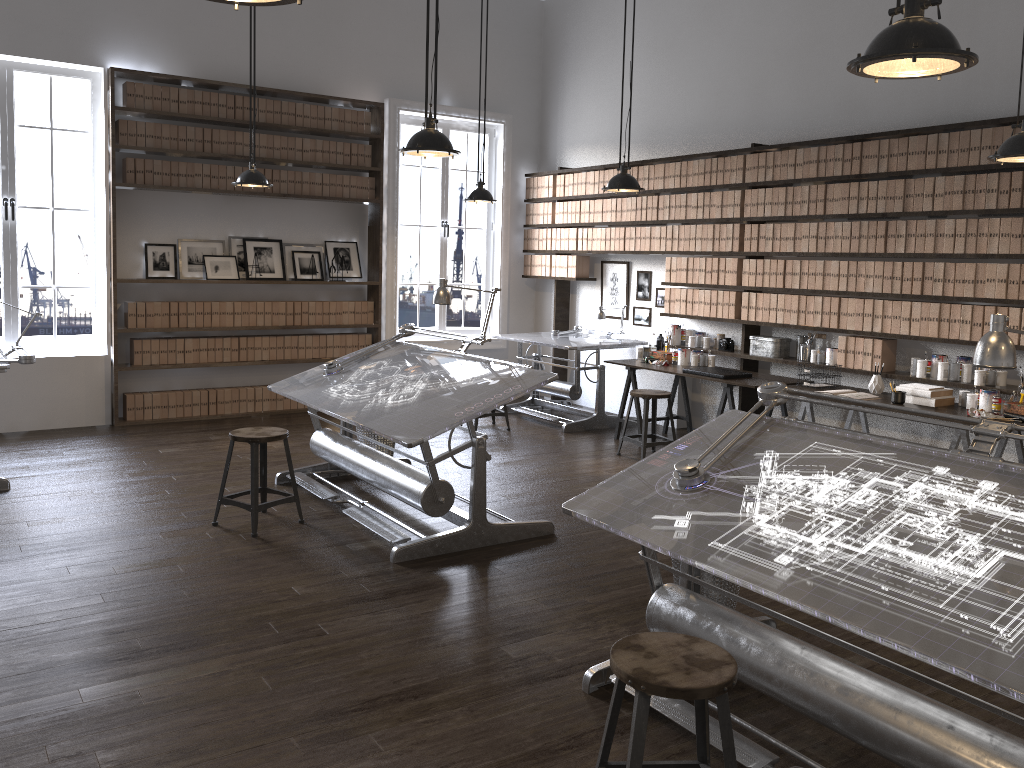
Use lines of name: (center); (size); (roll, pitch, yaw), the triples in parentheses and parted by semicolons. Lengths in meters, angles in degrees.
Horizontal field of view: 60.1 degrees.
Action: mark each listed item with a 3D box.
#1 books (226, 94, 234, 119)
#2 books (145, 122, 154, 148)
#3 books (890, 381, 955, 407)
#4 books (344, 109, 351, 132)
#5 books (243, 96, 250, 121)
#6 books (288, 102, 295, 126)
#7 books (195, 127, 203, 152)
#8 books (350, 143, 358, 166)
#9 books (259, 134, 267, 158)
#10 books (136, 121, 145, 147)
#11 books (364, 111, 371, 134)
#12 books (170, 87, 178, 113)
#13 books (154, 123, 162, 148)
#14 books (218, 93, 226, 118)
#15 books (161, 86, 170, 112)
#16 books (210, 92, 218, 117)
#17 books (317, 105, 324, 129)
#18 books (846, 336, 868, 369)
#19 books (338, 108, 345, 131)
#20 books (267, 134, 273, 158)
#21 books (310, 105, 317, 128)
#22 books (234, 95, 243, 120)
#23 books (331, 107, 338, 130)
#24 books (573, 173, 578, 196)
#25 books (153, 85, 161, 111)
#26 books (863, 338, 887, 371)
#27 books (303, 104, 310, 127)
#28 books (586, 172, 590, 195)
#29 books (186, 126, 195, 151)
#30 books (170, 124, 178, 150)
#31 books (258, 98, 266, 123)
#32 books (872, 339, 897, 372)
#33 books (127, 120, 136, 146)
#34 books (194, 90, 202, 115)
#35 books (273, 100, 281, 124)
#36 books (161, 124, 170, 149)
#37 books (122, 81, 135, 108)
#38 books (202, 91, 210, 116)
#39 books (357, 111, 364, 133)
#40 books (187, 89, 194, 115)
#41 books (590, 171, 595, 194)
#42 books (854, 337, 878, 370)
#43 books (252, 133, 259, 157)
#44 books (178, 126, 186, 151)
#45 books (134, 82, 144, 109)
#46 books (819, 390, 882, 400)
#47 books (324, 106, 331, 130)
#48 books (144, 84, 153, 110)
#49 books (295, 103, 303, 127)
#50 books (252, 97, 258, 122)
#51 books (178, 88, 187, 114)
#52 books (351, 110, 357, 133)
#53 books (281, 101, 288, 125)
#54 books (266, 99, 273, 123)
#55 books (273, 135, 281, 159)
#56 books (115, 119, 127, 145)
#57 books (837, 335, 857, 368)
books: (-2.567, -2.489, 7.997); (0.067, 0.224, 0.175); (-2, 7, -34)
books: (-3.144, -2.135, 7.642); (0.067, 0.224, 0.175); (-2, 7, -34)
books: (2.582, 0.054, 5.630); (0.386, 0.147, 0.296); (-3, 9, -33)
books: (-1.630, -2.549, 8.612); (0.067, 0.225, 0.175); (-2, 7, -34)
books: (-2.443, -2.497, 8.079); (0.067, 0.224, 0.175); (-2, 7, -34)
books: (-2.093, -2.519, 8.304); (0.067, 0.225, 0.175); (-2, 7, -34)
books: (-2.804, -2.158, 7.872); (0.067, 0.224, 0.175); (-2, 7, -34)
books: (-1.581, -2.237, 8.679); (0.067, 0.225, 0.175); (-2, 7, -34)
books: (-2.328, -2.189, 8.185); (0.067, 0.224, 0.175); (-2, 7, -34)
books: (-3.203, -2.131, 7.601); (0.067, 0.225, 0.175); (-2, 7, -34)
books: (-1.457, -2.561, 8.730); (0.067, 0.224, 0.175); (-2, 7, -34)
books: (-2.965, -2.462, 7.725); (0.067, 0.225, 0.175); (-2, 7, -34)
books: (-3.092, -2.139, 7.678); (0.067, 0.224, 0.175); (-2, 7, -34)
books: (-2.623, -2.484, 7.954); (0.067, 0.224, 0.175); (-2, 7, -34)
books: (-3.026, -2.459, 7.690); (0.067, 0.224, 0.175); (-2, 7, -34)
books: (-2.685, -2.481, 7.918); (0.067, 0.224, 0.175); (-2, 7, -34)
books: (-1.859, -2.535, 8.466); (0.067, 0.224, 0.175); (-2, 7, -34)
books: (2.481, -0.228, 6.354); (0.175, 0.224, 0.067); (-3, 7, -34)
books: (-1.688, -2.546, 8.579); (0.067, 0.224, 0.175); (-2, 7, -34)
books: (-2.277, -2.192, 8.221); (0.067, 0.224, 0.175); (-2, 7, -34)
books: (-1.918, -2.531, 8.429); (0.067, 0.224, 0.175); (-2, 7, -34)
books: (-2.501, -2.492, 8.034); (0.067, 0.225, 0.175); (-2, 7, -34)
books: (-1.739, -2.542, 8.543); (0.067, 0.224, 0.175); (-2, 7, -34)
books: (0.710, -2.007, 8.942); (0.174, 0.224, 0.067); (-3, 7, -34)
books: (-3.085, -2.455, 7.653); (0.067, 0.224, 0.175); (-2, 7, -34)
books: (2.557, -0.209, 6.234); (0.174, 0.224, 0.067); (-3, 7, -34)
books: (-1.974, -2.527, 8.387); (0.067, 0.224, 0.175); (-2, 7, -34)
books: (0.822, -1.980, 8.772); (0.175, 0.224, 0.067); (-3, 7, -34)
books: (-2.861, -2.154, 7.829); (0.067, 0.224, 0.175); (-2, 7, -34)
books: (-2.981, -2.146, 7.754); (0.067, 0.224, 0.175); (-2, 7, -34)
books: (-2.326, -2.504, 8.153); (0.067, 0.224, 0.175); (-2, 7, -34)
books: (2.600, -0.200, 6.178); (0.175, 0.224, 0.067); (-3, 7, -34)
books: (-3.264, -2.128, 7.565); (0.067, 0.224, 0.175); (-2, 7, -34)
books: (-2.797, -2.473, 7.836); (0.067, 0.225, 0.175); (-2, 7, -34)
books: (-2.211, -2.512, 8.232); (0.067, 0.224, 0.175); (-2, 7, -34)
books: (-3.034, -2.142, 7.712); (0.067, 0.225, 0.175); (-2, 7, -34)
books: (-3.260, -2.442, 7.528); (0.067, 0.225, 0.175); (-2, 7, -34)
books: (-2.744, -2.477, 7.879); (0.067, 0.224, 0.175); (-2, 7, -34)
books: (-1.518, -2.557, 8.694); (0.067, 0.224, 0.175); (-2, 7, -34)
books: (-2.855, -2.470, 7.803); (0.067, 0.224, 0.175); (-2, 7, -34)
books: (0.856, -1.972, 8.719); (0.175, 0.224, 0.067); (-3, 7, -34)
books: (2.521, -0.218, 6.295); (0.174, 0.224, 0.067); (-3, 7, -34)
books: (-2.388, -2.184, 8.143); (0.067, 0.225, 0.175); (-2, 7, -34)
books: (-2.922, -2.150, 7.793); (0.067, 0.224, 0.175); (-2, 7, -34)
books: (-3.200, -2.446, 7.568); (0.067, 0.224, 0.175); (-2, 7, -34)
books: (2.213, 0.068, 5.865); (0.256, 0.029, 0.356); (-4, 9, -33)
books: (-1.799, -2.538, 8.501); (0.067, 0.225, 0.175); (-2, 7, -34)
books: (-3.141, -2.451, 7.611); (0.067, 0.224, 0.175); (-2, 7, -34)
books: (-2.033, -2.523, 8.344); (0.067, 0.224, 0.175); (-2, 7, -34)
books: (-2.384, -2.500, 8.110); (0.067, 0.224, 0.175); (-2, 7, -34)
books: (-2.906, -2.466, 7.767); (0.067, 0.224, 0.175); (-2, 7, -34)
books: (-1.577, -2.554, 8.655); (0.067, 0.224, 0.175); (-2, 7, -34)
books: (-2.148, -2.516, 8.272); (0.067, 0.224, 0.175); (-2, 7, -34)
books: (-2.270, -2.508, 8.195); (0.067, 0.224, 0.175); (-2, 7, -34)
books: (-2.219, -2.195, 8.254); (0.067, 0.225, 0.175); (-2, 7, -34)
books: (-3.323, -2.124, 7.528); (0.067, 0.224, 0.175); (-2, 7, -34)
books: (2.439, -0.236, 6.406); (0.175, 0.225, 0.067); (-3, 7, -34)
